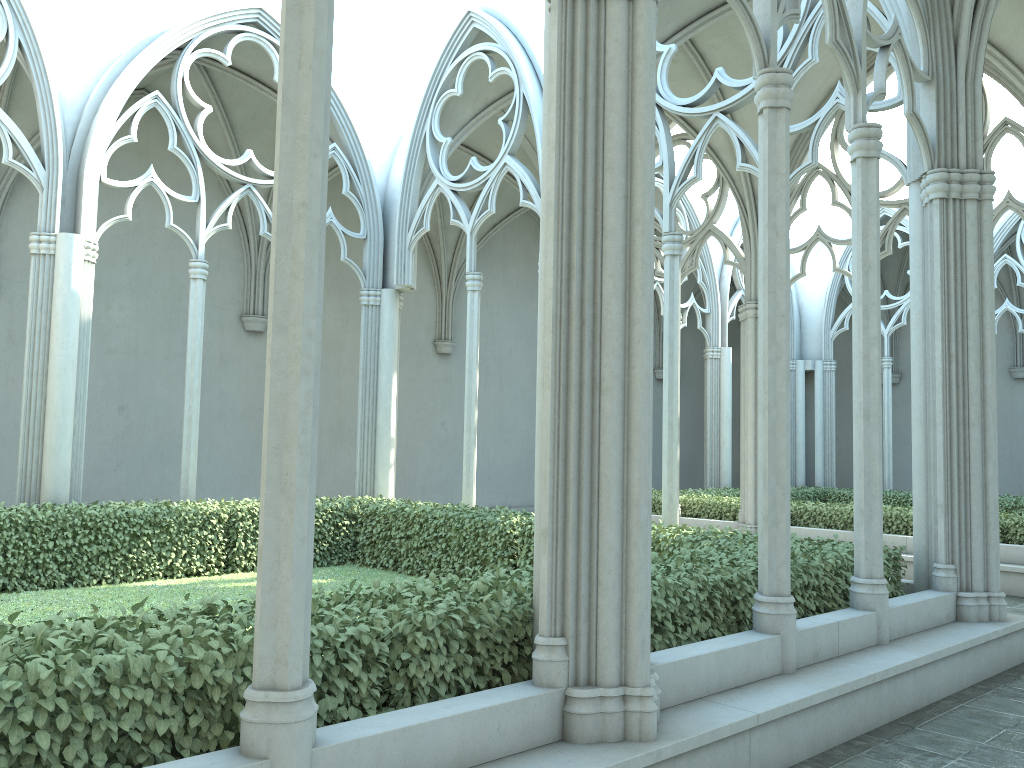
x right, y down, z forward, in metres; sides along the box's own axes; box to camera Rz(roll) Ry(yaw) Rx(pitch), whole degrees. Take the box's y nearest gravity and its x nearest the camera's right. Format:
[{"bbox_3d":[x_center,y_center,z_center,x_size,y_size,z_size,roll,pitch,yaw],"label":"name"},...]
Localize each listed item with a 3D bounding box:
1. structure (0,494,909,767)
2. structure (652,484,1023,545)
[{"bbox_3d":[-2.252,1.653,7.578,8.018,0.963,7.995,5,-6,-43],"label":"structure"},{"bbox_3d":[7.213,2.541,16.540,8.018,0.963,7.995,5,-6,-43],"label":"structure"}]
